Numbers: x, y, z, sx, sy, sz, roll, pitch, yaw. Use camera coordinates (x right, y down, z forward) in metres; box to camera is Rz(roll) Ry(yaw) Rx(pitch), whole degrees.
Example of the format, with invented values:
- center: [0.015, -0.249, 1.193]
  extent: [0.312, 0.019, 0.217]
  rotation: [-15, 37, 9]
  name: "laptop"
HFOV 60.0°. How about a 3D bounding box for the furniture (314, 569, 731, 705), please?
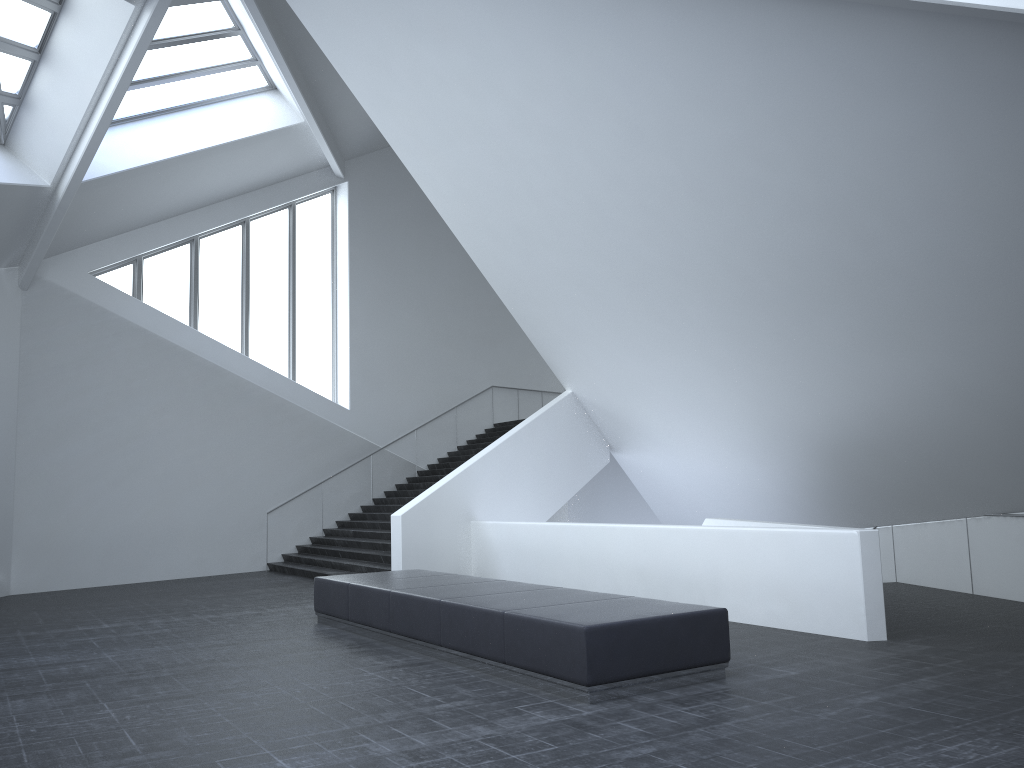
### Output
- center: [-0.364, 2.450, 9.325]
  extent: [1.488, 0.580, 5.742]
  rotation: [3, -8, -32]
  name: "furniture"
